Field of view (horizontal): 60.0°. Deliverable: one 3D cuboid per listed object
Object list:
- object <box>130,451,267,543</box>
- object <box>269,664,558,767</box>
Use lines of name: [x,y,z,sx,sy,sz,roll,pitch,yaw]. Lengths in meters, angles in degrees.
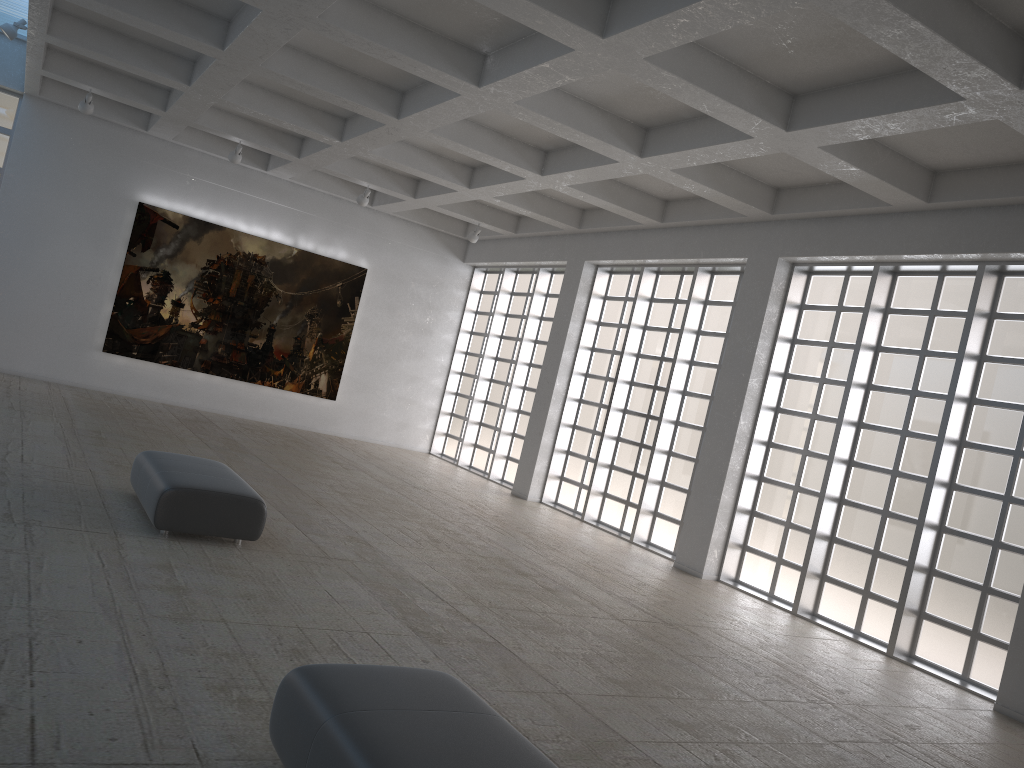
object: [-5.089,1.763,14.210,1.616,0.828,3.044,14,-1,-30]
object: [-0.466,2.814,5.955,1.616,0.828,3.044,14,-1,-30]
